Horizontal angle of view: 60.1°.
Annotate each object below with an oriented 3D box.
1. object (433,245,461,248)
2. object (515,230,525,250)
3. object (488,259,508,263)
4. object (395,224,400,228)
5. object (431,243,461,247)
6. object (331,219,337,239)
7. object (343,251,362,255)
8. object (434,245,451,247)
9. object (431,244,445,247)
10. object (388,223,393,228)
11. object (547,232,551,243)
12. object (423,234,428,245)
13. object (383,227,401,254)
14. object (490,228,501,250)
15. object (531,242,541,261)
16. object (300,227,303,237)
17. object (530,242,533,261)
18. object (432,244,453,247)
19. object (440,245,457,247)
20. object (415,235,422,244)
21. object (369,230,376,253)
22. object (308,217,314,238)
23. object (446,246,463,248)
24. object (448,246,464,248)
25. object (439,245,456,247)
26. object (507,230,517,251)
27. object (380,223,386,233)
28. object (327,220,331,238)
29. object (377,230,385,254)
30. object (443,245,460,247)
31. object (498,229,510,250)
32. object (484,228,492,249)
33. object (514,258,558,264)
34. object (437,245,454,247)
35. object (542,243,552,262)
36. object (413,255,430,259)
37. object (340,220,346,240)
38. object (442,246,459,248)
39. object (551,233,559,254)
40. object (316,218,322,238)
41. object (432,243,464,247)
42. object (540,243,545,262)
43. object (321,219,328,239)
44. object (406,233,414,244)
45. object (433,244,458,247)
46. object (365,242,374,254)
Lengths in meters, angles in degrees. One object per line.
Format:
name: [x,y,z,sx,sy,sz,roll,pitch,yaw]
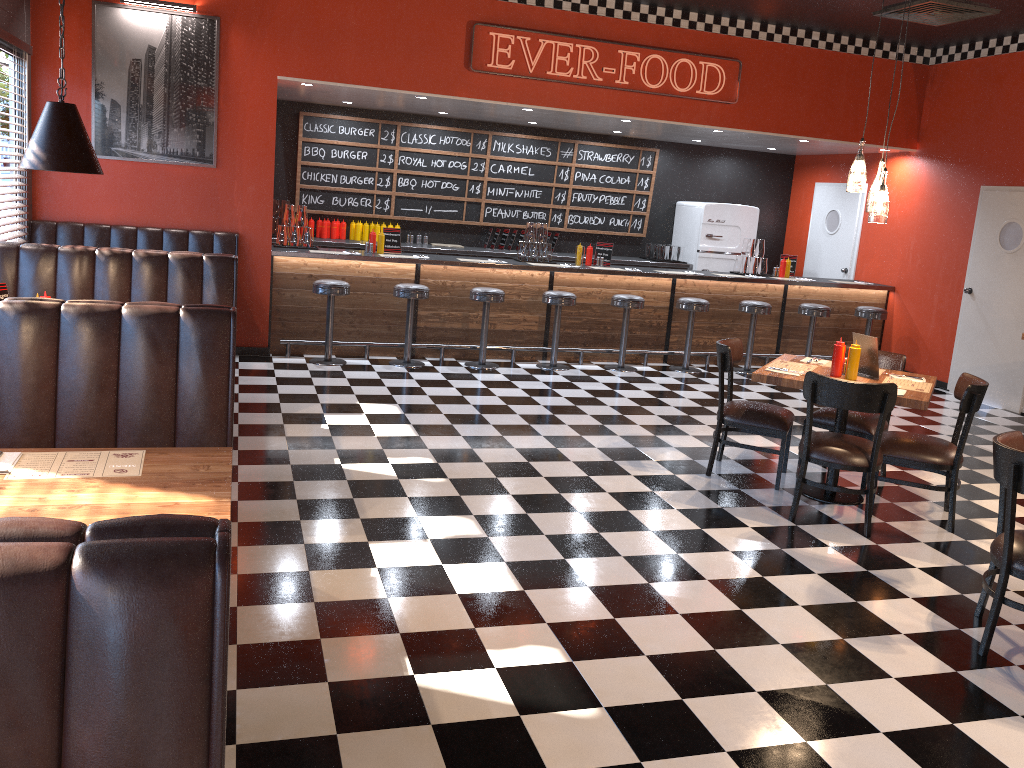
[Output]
object: [-0.801,-1.706,10.946,0.365,0.001,0.263,2,12,-12]
object: [0.110,-1.816,11.218,0.070,0.256,0.190,2,11,-14]
object: [-0.152,-1.271,9.140,0.157,0.019,0.257,0,13,-22]
object: [-1.398,-1.841,10.792,0.068,0.236,0.068,2,10,-15]
object: [-0.800,-1.717,10.944,0.365,0.001,0.263,1,13,-18]
object: [-2.114,-1.840,10.514,0.068,0.236,0.068,2,10,-15]
object: [-1.567,-1.285,8.659,0.157,0.019,0.257,0,13,-22]
object: [-0.801,-1.710,10.946,0.365,0.001,0.263,1,13,-16]
object: [-0.801,-1.705,10.946,0.365,0.001,0.263,1,13,-17]
object: [-1.480,-1.842,10.766,0.068,0.236,0.068,2,10,-16]
object: [0.433,-1.811,11.319,0.074,0.256,0.191,2,11,-15]
object: [-1.058,-1.776,10.870,0.046,0.135,0.094,1,11,-22]
object: [-1.226,-1.465,9.062,0.188,0.255,0.073,-1,11,-27]
object: [-0.209,-1.821,11.116,0.073,0.258,0.194,2,11,-15]
object: [0.260,-1.406,9.472,0.106,0.207,0.106,10,11,27]
object: [-2.457,-1.851,10.428,0.068,0.236,0.068,-4,13,-40]
object: [0.221,-1.431,9.572,0.106,0.207,0.106,10,11,27]
object: [-0.800,-1.712,10.945,0.365,0.001,0.263,0,13,-20]
object: [-0.800,-1.714,10.945,0.365,0.001,0.263,1,13,-17]
object: [-1.143,-1.786,10.886,0.047,0.135,0.094,10,12,27]
object: [-1.408,-1.445,8.944,0.068,0.236,0.068,2,10,-16]
object: [-2.371,-1.850,10.461,0.068,0.236,0.068,5,10,-1]
object: [-0.801,-1.707,10.946,0.365,0.001,0.263,1,13,-15]
object: [-0.801,-1.709,10.946,0.365,0.001,0.263,2,12,-15]
object: [-0.800,-1.713,10.945,0.365,0.001,0.263,2,12,-14]
object: [0.004,-1.818,11.185,0.072,0.255,0.190,3,11,-13]
object: [-1.559,-1.841,10.732,0.068,0.236,0.068,1,10,-20]
object: [-2.198,-1.856,10.554,0.068,0.236,0.068,2,10,-15]
object: [-1.317,-1.428,8.899,0.068,0.236,0.068,2,10,-16]
object: [-0.800,-1.716,10.944,0.365,0.001,0.263,1,13,-17]
object: [-0.103,-1.820,11.151,0.072,0.255,0.190,1,11,-22]
object: [-0.299,-1.824,11.094,0.070,0.256,0.190,3,11,-10]
object: [0.250,-1.325,9.550,0.437,0.018,0.275,1,13,-17]
object: [-0.800,-1.713,10.945,0.365,0.001,0.263,1,13,-18]
object: [0.379,-1.403,9.502,0.106,0.207,0.106,10,11,27]
object: [-0.909,-1.278,8.880,0.157,0.019,0.257,2,12,-12]
object: [-2.013,-1.843,10.563,0.068,0.236,0.068,2,10,-15]
object: [-0.801,-1.704,10.947,0.365,0.001,0.263,1,13,-16]
object: [0.538,-1.810,11.352,0.072,0.255,0.190,3,11,-13]
object: [-2.291,-1.858,10.529,0.068,0.236,0.068,2,10,-15]
object: [-0.800,-1.718,10.944,0.365,0.001,0.263,1,13,-16]
object: [0.334,-1.429,9.608,0.106,0.207,0.106,10,11,27]
object: [-2.216,-1.838,10.465,0.068,0.236,0.068,-4,13,-40]
object: [-1.248,-1.786,10.845,0.094,0.135,0.047,8,10,17]
object: [-0.800,-1.715,10.945,0.365,0.001,0.263,1,13,-16]
object: [-1.424,-1.369,8.829,0.094,0.135,0.047,8,10,17]
